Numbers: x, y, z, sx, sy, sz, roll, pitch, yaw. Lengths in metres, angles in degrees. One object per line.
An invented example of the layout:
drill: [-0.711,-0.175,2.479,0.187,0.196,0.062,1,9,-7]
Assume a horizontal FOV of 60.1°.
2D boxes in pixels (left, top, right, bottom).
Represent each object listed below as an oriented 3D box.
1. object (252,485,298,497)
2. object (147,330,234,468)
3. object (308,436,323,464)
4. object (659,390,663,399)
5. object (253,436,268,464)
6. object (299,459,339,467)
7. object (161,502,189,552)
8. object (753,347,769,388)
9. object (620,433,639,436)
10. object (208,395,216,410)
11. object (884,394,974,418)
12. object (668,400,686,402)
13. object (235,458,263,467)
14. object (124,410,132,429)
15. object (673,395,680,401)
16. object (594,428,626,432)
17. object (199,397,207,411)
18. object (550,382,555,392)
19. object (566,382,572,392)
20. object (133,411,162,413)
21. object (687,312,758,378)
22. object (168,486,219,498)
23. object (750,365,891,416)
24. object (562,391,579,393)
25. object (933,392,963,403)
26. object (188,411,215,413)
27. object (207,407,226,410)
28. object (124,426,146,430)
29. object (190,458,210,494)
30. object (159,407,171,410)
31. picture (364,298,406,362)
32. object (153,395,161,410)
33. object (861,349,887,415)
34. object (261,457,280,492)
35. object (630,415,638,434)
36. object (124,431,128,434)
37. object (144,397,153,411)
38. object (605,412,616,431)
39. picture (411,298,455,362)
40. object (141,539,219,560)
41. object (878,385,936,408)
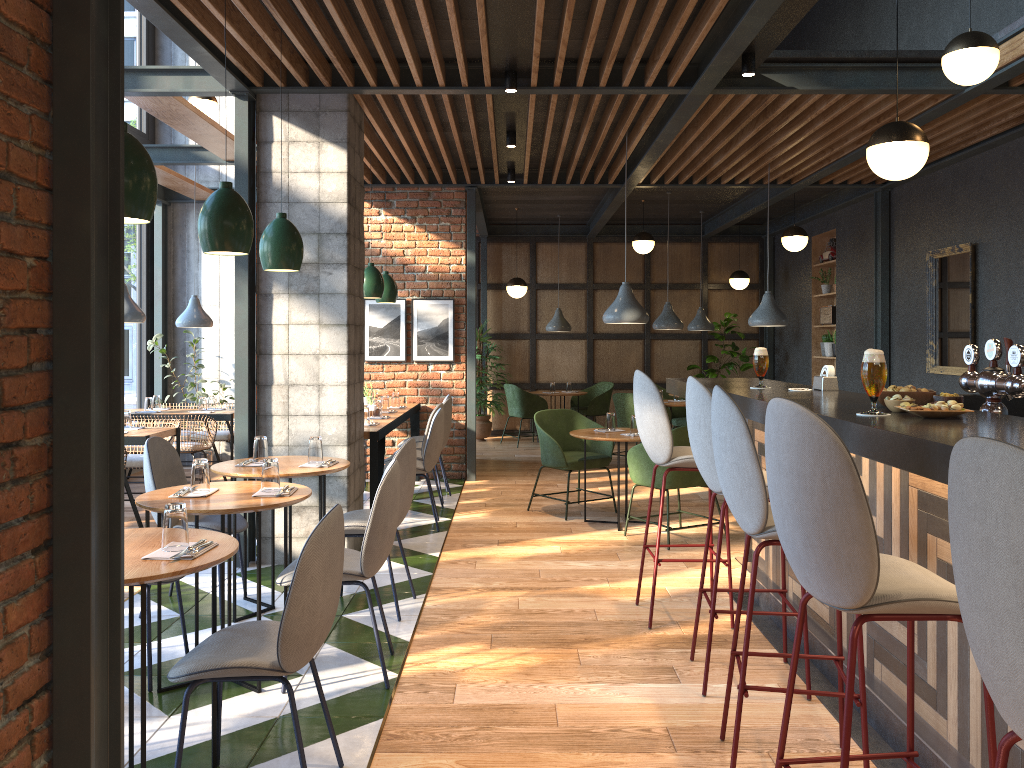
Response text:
object: [-0.994,0.449,3.719,0.157,0.019,0.243,0,3,-3]
object: [-3.420,0.171,9.577,0.859,1.497,0.898,0,1,19]
object: [-1.018,0.341,4.588,0.080,0.138,0.080,0,1,-32]
object: [1.685,0.135,10.095,0.080,0.138,0.080,1,1,38]
object: [-1.306,0.340,4.600,0.080,0.138,0.080,0,1,-22]
object: [-0.996,0.408,4.565,0.157,0.019,0.243,0,3,5]
object: [-1.024,0.432,2.694,0.080,0.138,0.080,1,1,37]
object: [1.095,-0.074,3.896,0.070,0.178,0.070,0,0,3]
object: [0.924,0.370,6.596,0.243,0.019,0.157,-2,3,-31]
object: [-2.966,0.181,8.752,0.080,0.138,0.080,0,1,-27]
object: [1.149,0.062,2.463,0.164,0.052,0.292,0,3,9]
object: [1.943,0.193,10.270,0.157,0.019,0.243,-2,3,-35]
object: [-1.328,0.406,4.614,0.157,0.019,0.243,0,3,5]
object: [-2.978,0.274,6.838,0.080,0.138,0.080,0,1,-25]
object: [1.911,0.127,10.274,0.080,0.138,0.080,1,1,38]
object: [0.769,0.356,6.893,0.243,0.019,0.157,-2,3,-31]
object: [-2.953,0.195,8.464,0.080,0.138,0.080,0,1,-27]
object: [0.547,0.046,11.951,0.080,0.138,0.080,0,1,-21]
object: [0.777,0.037,12.124,0.080,0.138,0.080,0,1,-21]
object: [-3.478,0.262,8.441,0.242,0.019,0.157,0,3,-1]
object: [2.979,-0.108,12.342,1.057,1.794,0.722,0,0,10]
object: [-1.329,0.449,3.719,0.157,0.019,0.243,0,3,-3]
object: [1.169,0.000,3.182,0.322,0.106,1.511,0,3,3]
object: [0.808,0.104,12.120,0.157,0.019,0.243,-2,3,-34]
object: [1.254,0.053,2.556,0.078,0.060,0.108,0,2,8]
object: [-2.966,0.262,8.441,0.242,0.019,0.157,0,3,0]
object: [-2.945,0.246,8.775,0.242,0.019,0.157,0,3,0]
object: [-2.956,0.339,6.860,0.242,0.019,0.157,0,3,2]
object: [-1.305,0.383,3.708,0.080,0.138,0.080,0,1,10]
object: [-3.493,0.246,8.775,0.242,0.019,0.157,0,3,0]
picture: [-1.269,-0.538,8.840,0.430,0.631,0.015,0,0,0]
object: [-3.514,0.181,8.752,0.080,0.138,0.080,0,1,-27]
object: [1.013,-0.008,2.480,0.070,0.183,0.070,0,0,20]
object: [-1.019,0.382,3.738,0.080,0.138,0.080,1,1,40]
object: [0.923,0.303,6.622,0.080,0.138,0.080,0,1,-18]
object: [-2.957,0.356,6.503,0.242,0.019,0.157,0,3,-1]
object: [-3.471,0.195,8.464,0.080,0.138,0.080,0,1,32]
object: [0.763,0.291,6.862,0.080,0.138,0.080,0,1,-18]
picture: [-0.789,-0.538,8.840,0.430,0.631,0.015,0,0,0]
object: [-1.002,0.499,2.671,0.157,0.019,0.243,0,3,4]
object: [1.204,0.039,2.722,0.168,0.072,0.168,1,2,20]
